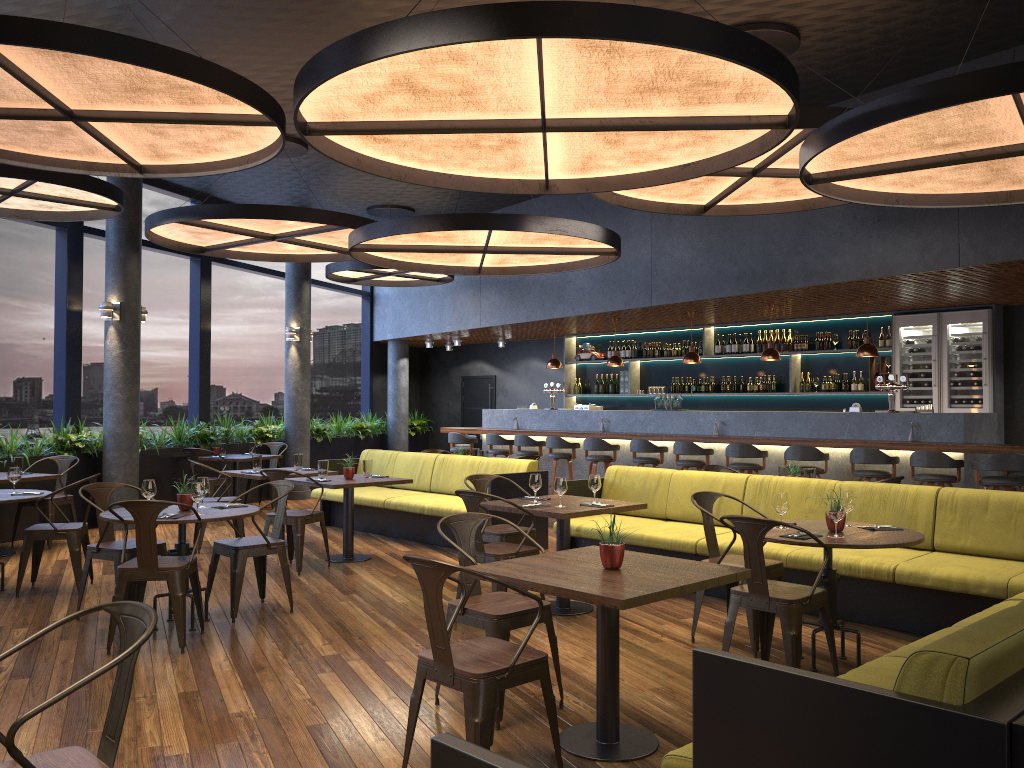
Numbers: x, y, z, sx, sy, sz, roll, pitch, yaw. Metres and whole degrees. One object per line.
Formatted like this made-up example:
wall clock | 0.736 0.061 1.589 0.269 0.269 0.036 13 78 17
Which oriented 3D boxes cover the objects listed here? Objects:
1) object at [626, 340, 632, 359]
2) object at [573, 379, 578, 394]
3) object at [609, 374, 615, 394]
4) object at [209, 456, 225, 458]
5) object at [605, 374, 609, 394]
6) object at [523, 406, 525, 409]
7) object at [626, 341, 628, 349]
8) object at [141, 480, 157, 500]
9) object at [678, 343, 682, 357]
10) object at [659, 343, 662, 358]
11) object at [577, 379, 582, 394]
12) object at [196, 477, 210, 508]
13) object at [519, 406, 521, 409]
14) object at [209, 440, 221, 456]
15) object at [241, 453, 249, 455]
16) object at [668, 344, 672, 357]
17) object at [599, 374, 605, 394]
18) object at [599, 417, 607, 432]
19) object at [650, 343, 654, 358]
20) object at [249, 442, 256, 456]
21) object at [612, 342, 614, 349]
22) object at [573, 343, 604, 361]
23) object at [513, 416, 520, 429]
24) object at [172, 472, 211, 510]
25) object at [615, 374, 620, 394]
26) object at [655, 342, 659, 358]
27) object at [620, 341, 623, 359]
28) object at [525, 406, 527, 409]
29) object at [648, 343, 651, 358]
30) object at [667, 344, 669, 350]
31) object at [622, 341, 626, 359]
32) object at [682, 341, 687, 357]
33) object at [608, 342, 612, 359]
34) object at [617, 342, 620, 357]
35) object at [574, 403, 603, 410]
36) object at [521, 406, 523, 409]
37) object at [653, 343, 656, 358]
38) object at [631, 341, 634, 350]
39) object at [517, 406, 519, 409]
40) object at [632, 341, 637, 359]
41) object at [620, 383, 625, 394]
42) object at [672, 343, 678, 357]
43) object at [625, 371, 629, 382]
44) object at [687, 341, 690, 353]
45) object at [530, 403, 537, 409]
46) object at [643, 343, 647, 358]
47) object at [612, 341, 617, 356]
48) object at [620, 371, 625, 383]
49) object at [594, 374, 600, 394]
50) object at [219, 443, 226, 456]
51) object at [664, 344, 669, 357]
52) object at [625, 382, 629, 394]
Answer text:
object | 1.941 -0.568 14.715 0.085 0.310 0.086 0 -1 -10
object | 1.124 0.047 15.659 0.079 0.281 0.079 1 -1 -25
object | 1.691 0.001 14.990 0.094 0.340 0.094 0 -1 -4
object | -3.939 0.971 11.856 0.255 0.019 0.157 0 -1 22
object | 1.630 0.006 15.187 0.094 0.340 0.094 1 -1 -22
object | 0.194 0.388 14.666 0.042 0.059 0.042 -1 -2 44
object | 1.944 -0.565 14.851 0.085 0.310 0.086 1 -1 -17
object | -2.433 0.747 5.940 0.097 0.206 0.097 0 -1 -2
object | 2.666 -0.535 14.139 0.088 0.224 0.088 -1 -2 41
object | 2.399 -0.545 14.401 0.063 0.254 0.063 0 -1 -6
object | 1.189 0.045 15.596 0.079 0.281 0.079 1 -2 -40
object | -2.153 0.753 6.169 0.097 0.206 0.097 0 -1 18
object | 0.130 0.386 14.596 0.042 0.059 0.042 -1 -2 44
object | -4.115 0.854 12.272 0.260 0.271 0.238 1 -2 -42
object | -3.656 0.985 12.458 0.255 0.019 0.157 0 -1 22
object | 2.536 -0.531 14.214 0.068 0.217 0.068 1 -1 -24
object | 1.537 0.004 15.135 0.094 0.340 0.094 1 -2 -30
object | 1.275 0.567 12.436 0.114 0.203 0.069 0 -1 7
object | 2.272 -0.545 14.402 0.063 0.254 0.063 0 -1 18
object | -3.599 0.902 12.295 0.102 0.178 0.102 -1 -2 38
object | 1.733 -0.560 15.067 0.085 0.310 0.086 0 -1 -3
object | 1.335 -0.556 15.442 0.229 0.319 0.579 1 -2 -44
object | 0.061 0.593 13.678 0.114 0.203 0.069 0 -1 4
object | -2.189 0.713 5.970 0.260 0.271 0.238 0 -1 -5
object | 1.781 0.003 15.046 0.094 0.340 0.094 1 -1 -22
object | 2.344 -0.547 14.300 0.063 0.254 0.063 1 -1 -26
object | 1.864 -0.563 14.924 0.085 0.310 0.086 1 -1 -17
object | 0.231 0.389 14.700 0.042 0.059 0.042 -1 -2 44
object | 2.257 -0.542 14.531 0.063 0.254 0.063 0 -1 23
object | 2.499 -0.529 14.291 0.068 0.217 0.068 1 -2 -39
object | 1.870 -0.567 14.790 0.085 0.310 0.086 1 -1 -25
object | 2.712 -0.554 13.945 0.063 0.254 0.063 0 -1 4
object | 1.664 -0.562 15.001 0.085 0.310 0.086 0 -1 -10
object | 1.798 -0.562 14.995 0.085 0.310 0.086 1 -2 -33
object | 1.256 0.617 15.252 0.550 0.569 0.355 1 -2 -44
object | 0.170 0.387 14.621 0.042 0.059 0.042 -1 -2 44
object | 2.323 -0.544 14.468 0.063 0.254 0.063 0 -1 18
object | 2.009 -0.566 14.781 0.085 0.310 0.086 0 -1 -3
object | 0.096 0.386 14.564 0.042 0.059 0.042 -1 -2 44
object | 2.025 -0.552 14.634 0.083 0.301 0.083 1 -2 -37
object | 1.865 0.073 14.822 0.080 0.192 0.098 1 -2 -44
object | 2.583 -0.537 14.072 0.088 0.224 0.088 -1 -2 41
object | 1.935 -0.121 14.754 0.080 0.192 0.098 1 -2 -44
object | 2.784 -0.553 13.998 0.063 0.254 0.063 1 -1 -16
object | 0.535 0.374 15.056 0.766 0.106 0.200 1 -2 -44
object | 2.171 -0.544 14.465 0.063 0.254 0.063 -1 -2 28
object | 1.727 -0.564 14.933 0.085 0.310 0.086 1 -1 -17
object | 1.866 -0.120 14.828 0.080 0.192 0.098 1 -2 -44
object | 1.459 0.005 15.196 0.094 0.340 0.094 1 -1 -22
object | -3.926 0.895 12.024 0.102 0.178 0.102 -1 -2 28
object | 2.463 -0.532 14.155 0.068 0.217 0.068 -1 -2 36
object | 1.934 0.071 14.749 0.080 0.192 0.098 1 -2 -44
